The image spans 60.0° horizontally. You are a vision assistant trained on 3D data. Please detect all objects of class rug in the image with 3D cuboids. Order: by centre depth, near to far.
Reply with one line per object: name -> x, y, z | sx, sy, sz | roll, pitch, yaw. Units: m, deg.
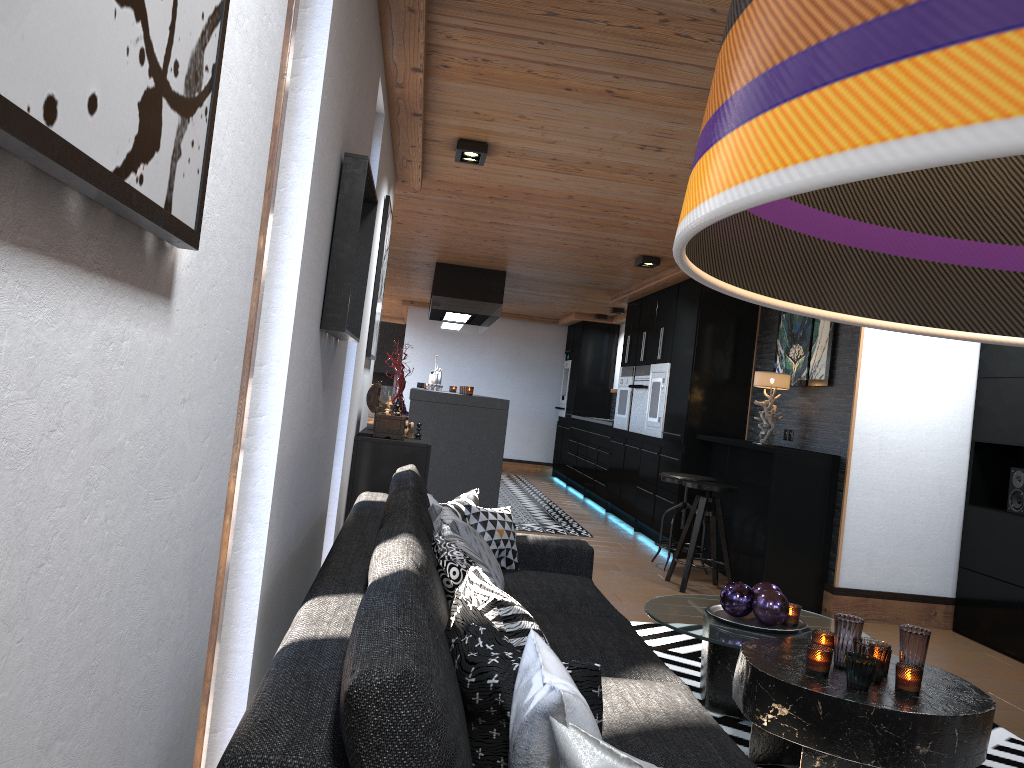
rug -> 1.258, 1.336, 3.449 | 1.666, 0.020, 2.892 | 7, -1, -7

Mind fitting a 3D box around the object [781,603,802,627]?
object -> 1.113, 0.924, 3.544 | 0.079, 0.081, 0.079 | 6, -1, 8

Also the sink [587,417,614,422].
sink -> 1.239, 0.322, 10.945 | 0.463, 0.420, 0.959 | 7, -1, -6

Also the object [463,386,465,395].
object -> -0.427, 0.063, 8.415 | 0.078, 0.081, 0.080 | 6, -2, 38

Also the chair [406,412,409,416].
chair -> -1.305, 0.725, 10.893 | 0.471, 0.840, 0.536 | 7, -1, -10

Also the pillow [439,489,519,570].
pillow -> -0.178, 0.610, 3.577 | 0.296, 0.346, 0.541 | 5, -2, 44

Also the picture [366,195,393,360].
picture -> -0.670, -0.516, 4.516 | 0.020, 0.782, 0.561 | 7, -1, -6

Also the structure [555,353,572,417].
structure -> 0.846, 0.027, 13.247 | 0.256, 0.946, 0.595 | 7, -1, -6

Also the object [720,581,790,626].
object -> 0.998, 0.877, 3.545 | 0.286, 0.143, 0.262 | 7, -1, -23

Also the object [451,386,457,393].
object -> -0.749, 0.069, 11.402 | 0.080, 0.081, 0.078 | 8, -2, -42

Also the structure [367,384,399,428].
structure -> -6.292, 0.241, 14.449 | 9.236, 6.401, 10.992 | 7, -1, -7

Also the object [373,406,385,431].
object -> -0.697, 0.189, 4.802 | 0.107, 0.135, 0.097 | 6, -2, 25

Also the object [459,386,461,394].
object -> -0.505, 0.065, 9.141 | 0.078, 0.081, 0.080 | 6, -2, 38

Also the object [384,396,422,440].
object -> -0.546, 0.168, 4.396 | 0.202, 0.197, 0.355 | 6, -1, 5

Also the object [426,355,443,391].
object -> -0.986, -0.144, 11.497 | 0.227, 0.453, 0.224 | 7, -2, -7

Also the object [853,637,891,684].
object -> 1.123, 0.870, 2.780 | 0.114, 0.122, 0.112 | 7, -2, -31

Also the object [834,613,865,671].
object -> 1.093, 0.845, 2.893 | 0.095, 0.167, 0.093 | 8, -2, -36

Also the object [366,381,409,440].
object -> -0.605, 0.124, 4.336 | 0.210, 0.270, 0.286 | 7, -1, -7

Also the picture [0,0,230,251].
picture -> -0.249, -0.523, 0.621 | 0.020, 0.782, 0.561 | 7, -1, -6

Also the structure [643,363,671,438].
structure -> 1.319, 0.147, 8.137 | 0.039, 0.672, 0.592 | 7, -1, -6

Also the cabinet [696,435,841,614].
cabinet -> 1.732, 0.934, 6.386 | 0.430, 1.010, 1.620 | 7, -1, -6

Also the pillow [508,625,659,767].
pillow -> 0.129, 0.603, 1.292 | 0.219, 0.347, 0.562 | 7, -1, -26

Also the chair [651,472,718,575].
chair -> 1.299, 1.047, 6.698 | 0.442, 0.717, 0.440 | 7, -1, -3

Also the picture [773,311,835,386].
picture -> 2.069, -0.281, 6.313 | 0.010, 0.594, 0.923 | 7, -1, -6

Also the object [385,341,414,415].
object -> -0.602, 0.012, 4.652 | 0.152, 0.505, 0.323 | 7, -1, -7

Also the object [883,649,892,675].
object -> 1.195, 0.899, 2.895 | 0.079, 0.081, 0.079 | 6, -1, 8

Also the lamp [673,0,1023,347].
lamp -> -0.195, 0.289, 0.124 | 1.644, 1.699, 0.518 | 7, -2, -28

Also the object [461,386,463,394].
object -> -0.466, 0.064, 8.778 | 0.078, 0.081, 0.080 | 6, -2, 38

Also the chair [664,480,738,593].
chair -> 1.303, 1.035, 5.989 | 0.394, 0.721, 0.392 | 7, -2, -7

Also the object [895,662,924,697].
object -> 1.203, 0.897, 2.691 | 0.079, 0.081, 0.079 | 6, -1, 8

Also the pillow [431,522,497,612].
pillow -> -0.100, 0.595, 2.404 | 0.276, 0.356, 0.725 | 7, -1, -6

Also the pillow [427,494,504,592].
pillow -> -0.181, 0.580, 3.046 | 0.285, 0.328, 0.723 | 7, -1, -17

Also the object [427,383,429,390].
object -> -1.085, 0.035, 11.740 | 0.080, 0.081, 0.078 | 8, -2, -42

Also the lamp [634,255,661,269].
lamp -> 1.104, -1.001, 7.222 | 0.156, 0.068, 0.260 | 7, -1, -6

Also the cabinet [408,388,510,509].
cabinet -> -0.777, 0.646, 10.235 | 0.891, 1.104, 4.786 | 7, -1, -6

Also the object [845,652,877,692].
object -> 1.048, 0.871, 2.675 | 0.092, 0.099, 0.093 | 6, -2, 30

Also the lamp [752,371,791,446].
lamp -> 1.831, 0.178, 6.314 | 0.248, 0.516, 0.247 | 7, -2, -3

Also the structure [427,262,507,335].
structure -> -0.604, -0.947, 10.470 | 0.713, 0.476, 3.240 | 7, -1, -6

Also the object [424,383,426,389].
object -> -1.191, 0.032, 12.401 | 0.078, 0.081, 0.080 | 6, -1, 28

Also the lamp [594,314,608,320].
lamp -> 1.213, -0.920, 12.064 | 0.156, 0.068, 0.152 | 7, -1, -7

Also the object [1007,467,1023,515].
object -> 3.077, 0.640, 5.193 | 0.266, 0.266, 0.156 | 7, -2, -7

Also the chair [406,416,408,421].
chair -> -1.135, 0.724, 9.410 | 0.471, 0.840, 0.536 | 7, -1, -10

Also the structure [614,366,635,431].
structure -> 1.345, 0.167, 9.435 | 0.383, 0.673, 0.598 | 7, -1, -6

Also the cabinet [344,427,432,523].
cabinet -> -0.631, 0.497, 4.602 | 0.359, 0.468, 0.952 | 7, -1, -6

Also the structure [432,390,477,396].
structure -> -0.633, 0.110, 9.833 | 0.505, 0.017, 0.608 | 7, -1, -7

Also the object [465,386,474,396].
object -> -0.387, 0.063, 8.052 | 0.078, 0.081, 0.080 | 6, -2, 38

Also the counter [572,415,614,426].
counter -> 1.224, 0.474, 11.022 | 0.533, 0.040, 2.559 | 7, -1, -6

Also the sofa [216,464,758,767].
sofa -> 0.497, 0.830, 2.468 | 2.094, 0.819, 3.080 | 7, -1, -7

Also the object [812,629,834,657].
object -> 1.059, 0.885, 3.018 | 0.079, 0.081, 0.079 | 6, -1, 8

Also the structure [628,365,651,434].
structure -> 1.240, 0.146, 8.757 | 0.090, 0.673, 0.592 | 7, -1, -6

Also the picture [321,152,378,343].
picture -> -0.450, -0.356, 2.505 | 0.066, 0.451, 0.557 | 7, -1, -6

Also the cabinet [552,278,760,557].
cabinet -> 1.318, 0.245, 10.388 | 0.545, 2.381, 6.410 | 7, -1, -6

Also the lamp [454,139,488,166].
lamp -> -0.208, -1.189, 4.529 | 0.156, 0.068, 0.260 | 7, -1, -6

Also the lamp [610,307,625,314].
lamp -> 1.319, -0.922, 11.084 | 0.156, 0.068, 0.152 | 7, -1, -7

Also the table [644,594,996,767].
table -> 0.992, 1.108, 3.239 | 0.898, 0.372, 1.519 | 7, -1, -6

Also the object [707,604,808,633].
object -> 0.979, 0.942, 3.554 | 0.393, 0.022, 0.396 | 6, -1, 12

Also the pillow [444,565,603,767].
pillow -> 0.001, 0.600, 1.781 | 0.312, 0.364, 0.665 | 7, -1, -11

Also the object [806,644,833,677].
object -> 0.966, 0.871, 2.793 | 0.079, 0.081, 0.079 | 6, -1, 8

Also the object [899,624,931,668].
object -> 1.281, 0.865, 2.834 | 0.095, 0.167, 0.093 | 8, -2, -36
